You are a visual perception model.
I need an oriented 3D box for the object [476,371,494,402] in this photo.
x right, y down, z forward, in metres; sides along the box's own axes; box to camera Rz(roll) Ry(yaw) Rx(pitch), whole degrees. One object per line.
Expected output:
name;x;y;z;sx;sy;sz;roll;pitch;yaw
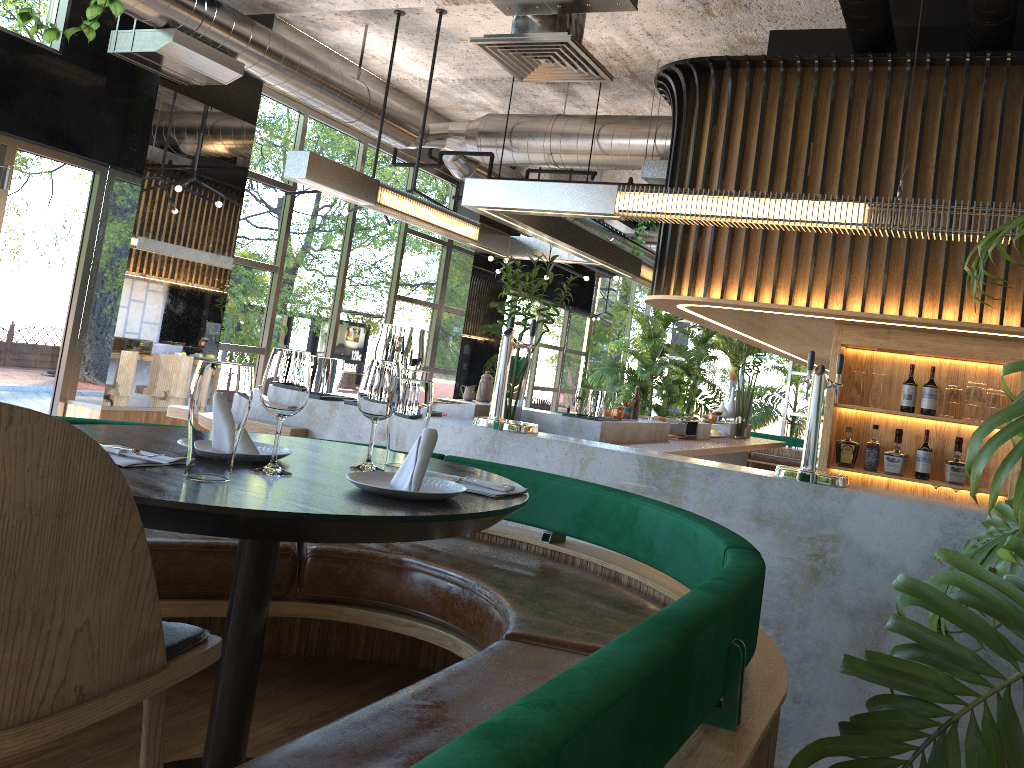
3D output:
object;-0.200;0.017;6.718;0.119;0.235;0.212;8;-2;-5

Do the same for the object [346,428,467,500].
object;-0.198;0.147;1.733;0.227;0.139;0.238;8;0;19

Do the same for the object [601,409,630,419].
object;0.815;0.232;6.930;0.234;0.073;0.186;7;1;-45

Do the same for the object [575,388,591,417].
object;0.496;0.135;6.280;0.108;0.210;0.102;9;-3;-20

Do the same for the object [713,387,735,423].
object;2.371;0.225;9.828;0.323;0.399;0.311;9;-2;-16

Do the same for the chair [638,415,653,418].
chair;1.500;0.867;10.464;0.525;0.974;0.567;6;-3;36

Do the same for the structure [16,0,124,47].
structure;-1.747;-2.659;4.376;3.083;2.358;1.547;8;-2;-29

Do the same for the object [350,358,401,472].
object;-0.302;0.069;1.973;0.096;0.246;0.088;11;-4;-36

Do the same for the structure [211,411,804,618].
structure;0.700;0.655;8.492;5.847;1.553;20.689;8;1;27

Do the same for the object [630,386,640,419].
object;1.022;0.151;7.328;0.077;0.278;0.072;10;-4;-28

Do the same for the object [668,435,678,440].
object;1.314;0.456;7.801;0.311;0.037;0.286;7;1;-36

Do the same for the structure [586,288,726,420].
structure;2.596;-0.121;15.331;2.395;3.451;2.699;8;-2;11

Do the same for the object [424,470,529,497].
object;-0.103;0.211;1.934;0.247;0.019;0.162;8;1;25

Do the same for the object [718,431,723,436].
object;2.195;0.525;9.476;0.139;0.057;0.068;8;-1;43

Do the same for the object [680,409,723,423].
object;1.912;0.309;9.039;0.203;0.135;0.830;8;1;33

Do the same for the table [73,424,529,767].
table;-0.564;0.539;1.863;1.084;0.753;1.112;8;-1;11

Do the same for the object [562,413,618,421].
object;0.563;0.239;6.365;0.264;0.019;0.450;8;1;26

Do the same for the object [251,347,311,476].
object;-0.453;0.053;1.746;0.093;0.246;0.091;8;-3;-3

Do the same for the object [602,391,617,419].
object;0.704;0.160;6.454;0.108;0.210;0.102;9;-3;-20

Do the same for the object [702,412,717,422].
object;2.060;0.339;9.258;0.158;0.107;0.087;8;-2;-19

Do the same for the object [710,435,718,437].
object;2.006;0.528;9.185;0.236;0.017;0.251;8;1;26

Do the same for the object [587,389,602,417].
object;0.600;0.145;6.492;0.108;0.210;0.102;9;-3;-20

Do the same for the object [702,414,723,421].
object;2.177;0.364;9.621;0.234;0.073;0.186;7;1;-45

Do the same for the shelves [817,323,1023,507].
shelves;2.398;0.697;5.313;1.076;2.066;0.288;7;-4;24

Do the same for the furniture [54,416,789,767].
furniture;-0.649;0.801;0.621;2.767;1.139;4.702;8;1;-9

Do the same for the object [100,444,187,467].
object;-0.724;0.132;1.676;0.247;0.019;0.162;8;1;25

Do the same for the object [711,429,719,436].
object;2.134;0.514;9.412;0.131;0.068;0.137;8;0;26

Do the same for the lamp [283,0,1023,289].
lamp;2.495;-1.708;7.214;4.843;2.139;6.910;8;1;20

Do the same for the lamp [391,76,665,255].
lamp;2.522;-2.136;13.178;3.675;1.536;10.316;8;1;24

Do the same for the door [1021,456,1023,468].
door;3.744;0.850;6.858;2.090;2.061;4.212;7;0;26

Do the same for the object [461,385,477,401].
object;-0.319;0.062;6.538;0.096;0.120;0.090;7;-3;34

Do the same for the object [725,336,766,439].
object;2.569;-0.178;9.776;0.604;1.557;0.648;10;-4;-26

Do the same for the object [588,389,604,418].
object;0.586;0.148;6.227;0.108;0.210;0.102;9;-3;-20

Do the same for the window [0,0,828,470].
window;0.073;-1.947;9.099;4.015;6.516;20.940;7;0;27

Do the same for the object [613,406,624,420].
object;0.773;0.214;6.717;0.158;0.107;0.087;8;-2;-19

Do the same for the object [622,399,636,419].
object;0.932;0.199;7.172;0.106;0.162;0.104;9;-3;-30

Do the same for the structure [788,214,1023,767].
structure;2.001;-0.083;2.016;2.011;3.148;3.000;6;-2;37

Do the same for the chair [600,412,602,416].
chair;1.123;0.830;9.721;0.548;0.974;0.544;8;-3;1

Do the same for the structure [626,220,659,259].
structure;2.828;-2.513;13.917;1.466;1.522;2.083;9;-1;-35

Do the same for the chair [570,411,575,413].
chair;0.788;0.798;9.025;0.569;0.974;0.523;10;-4;-41

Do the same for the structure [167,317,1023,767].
structure;2.402;0.831;6.745;5.663;1.735;7.331;8;1;26

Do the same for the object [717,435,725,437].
object;2.130;0.541;9.422;0.237;0.017;0.250;8;1;24

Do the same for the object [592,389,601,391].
object;0.599;0.148;6.357;0.109;0.210;0.101;10;-4;-30

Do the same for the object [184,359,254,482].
object;-0.527;0.064;1.587;0.109;0.210;0.101;10;-4;-30

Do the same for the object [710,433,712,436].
object;1.966;0.501;9.132;0.170;0.058;0.086;8;0;22

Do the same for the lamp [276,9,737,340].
lamp;1.382;-2.042;8.827;4.932;1.828;19.444;8;1;27

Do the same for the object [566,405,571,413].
object;0.447;0.269;6.647;0.170;0.216;0.067;10;-4;-39

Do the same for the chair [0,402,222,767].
chair;-0.743;0.445;1.181;0.494;0.928;0.558;8;-3;6
